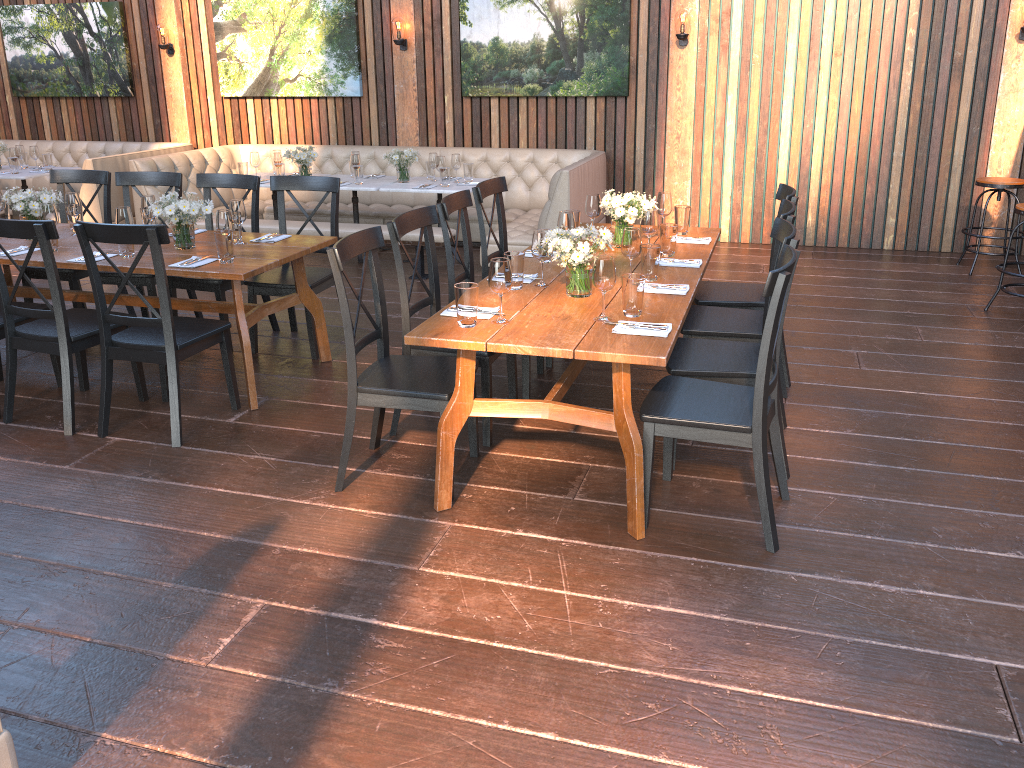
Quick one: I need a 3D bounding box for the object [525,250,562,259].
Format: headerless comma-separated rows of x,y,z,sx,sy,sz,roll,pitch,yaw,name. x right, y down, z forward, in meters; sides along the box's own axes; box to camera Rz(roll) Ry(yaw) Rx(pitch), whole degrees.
0.176,-0.667,4.515,0.255,0.018,0.160,6,21,17,object

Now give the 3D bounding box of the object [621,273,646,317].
0.467,-0.341,3.415,0.092,0.155,0.093,15,24,41,object

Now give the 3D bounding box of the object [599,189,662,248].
0.594,-0.881,4.670,0.329,0.304,0.342,-7,20,-17,object

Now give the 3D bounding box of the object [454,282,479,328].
-0.169,-0.293,3.307,0.092,0.155,0.093,15,24,41,object

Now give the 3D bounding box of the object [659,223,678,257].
0.785,-0.722,4.444,0.092,0.155,0.093,15,24,41,object

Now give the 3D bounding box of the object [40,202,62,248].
-2.523,-0.867,4.839,0.093,0.240,0.093,-11,20,-29,object

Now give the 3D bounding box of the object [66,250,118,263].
-2.162,-0.664,4.589,0.158,0.018,0.260,5,21,16,object

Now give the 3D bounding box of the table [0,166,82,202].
-4.947,-1.836,9.034,0.799,0.660,0.813,5,20,16,table

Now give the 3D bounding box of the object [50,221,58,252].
-2.486,-0.791,4.753,0.092,0.155,0.093,15,24,41,object

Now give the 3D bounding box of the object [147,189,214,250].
-1.769,-0.882,4.755,0.336,0.304,0.335,-6,19,-15,object

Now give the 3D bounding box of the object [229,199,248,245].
-1.503,-0.892,4.865,0.093,0.240,0.093,-11,20,-29,object

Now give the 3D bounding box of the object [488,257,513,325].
-0.043,-0.350,3.335,0.093,0.240,0.093,-11,20,-29,object

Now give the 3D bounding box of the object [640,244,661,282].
0.618,-0.541,3.957,0.092,0.155,0.093,15,24,41,object

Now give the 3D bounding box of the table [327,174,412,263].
-1.405,-1.497,7.984,0.800,0.660,0.813,5,20,16,table

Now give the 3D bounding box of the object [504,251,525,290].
0.011,-0.491,3.841,0.092,0.155,0.093,15,24,41,object

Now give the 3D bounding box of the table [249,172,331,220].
-2.185,-1.571,8.215,0.799,0.660,0.813,5,20,15,table

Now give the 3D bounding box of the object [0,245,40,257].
-2.652,-0.724,4.773,0.158,0.018,0.260,5,21,16,object

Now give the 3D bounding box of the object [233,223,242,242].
-1.560,-0.883,4.967,0.092,0.155,0.093,15,24,41,object

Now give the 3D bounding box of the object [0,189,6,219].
-3.120,-1.057,5.374,0.092,0.240,0.093,-9,19,-24,object

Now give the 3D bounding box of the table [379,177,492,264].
-0.625,-1.422,7.753,0.799,0.660,0.813,5,20,16,table

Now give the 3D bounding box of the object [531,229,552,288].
0.130,-0.550,3.874,0.093,0.240,0.093,-11,20,-29,object

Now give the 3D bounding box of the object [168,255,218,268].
-1.590,-0.621,4.450,0.158,0.018,0.260,5,21,16,object

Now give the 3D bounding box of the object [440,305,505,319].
-0.143,-0.289,3.493,0.255,0.018,0.160,6,21,17,object

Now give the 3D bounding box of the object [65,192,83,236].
-2.562,-0.996,5.187,0.093,0.240,0.093,-11,20,-29,object

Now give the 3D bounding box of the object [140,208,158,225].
-2.116,-0.951,5.172,0.092,0.155,0.093,15,24,41,object

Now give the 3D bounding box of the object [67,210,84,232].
-2.615,-0.993,5.304,0.092,0.155,0.093,15,24,41,object

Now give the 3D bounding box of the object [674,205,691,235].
0.958,-0.923,4.986,0.092,0.155,0.093,15,24,41,object

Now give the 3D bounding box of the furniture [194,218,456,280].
-1.600,-1.141,7.408,2.331,0.392,0.318,5,19,16,furniture

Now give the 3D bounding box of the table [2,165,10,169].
-5.727,-1.911,9.265,0.800,0.660,0.813,5,20,16,table

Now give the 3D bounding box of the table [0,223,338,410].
-2.295,-0.452,5.080,2.434,0.716,0.968,5,20,16,table

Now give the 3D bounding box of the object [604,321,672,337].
0.459,-0.212,3.262,0.255,0.018,0.160,6,21,17,object

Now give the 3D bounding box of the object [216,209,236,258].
-1.463,-0.769,4.528,0.093,0.240,0.093,-11,20,-29,object

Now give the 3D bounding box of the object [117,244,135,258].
-1.996,-0.732,4.569,0.092,0.155,0.093,15,24,41,object

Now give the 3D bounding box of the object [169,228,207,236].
-1.930,-0.892,5.201,0.158,0.018,0.260,5,21,16,object

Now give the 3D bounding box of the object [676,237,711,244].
0.957,-0.791,4.826,0.255,0.018,0.160,6,21,17,object

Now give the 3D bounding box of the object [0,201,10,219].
-3.170,-1.059,5.502,0.092,0.155,0.093,-13,22,-34,object

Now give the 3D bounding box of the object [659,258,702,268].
0.793,-0.596,4.299,0.255,0.018,0.160,6,21,17,object

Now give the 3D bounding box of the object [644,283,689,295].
0.635,-0.419,3.821,0.255,0.018,0.160,6,21,17,object

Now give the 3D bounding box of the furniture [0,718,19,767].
-3.372,0.708,1.766,4.163,0.843,1.741,5,20,16,furniture

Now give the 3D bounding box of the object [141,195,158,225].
-2.065,-0.955,5.057,0.093,0.240,0.093,-11,20,-29,object

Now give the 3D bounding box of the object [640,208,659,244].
0.680,-0.744,4.385,0.093,0.240,0.093,-11,20,-29,object

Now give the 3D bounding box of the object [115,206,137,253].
-2.033,-0.808,4.655,0.093,0.240,0.093,-11,20,-29,object

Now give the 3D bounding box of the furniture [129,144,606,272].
-1.273,-1.734,8.358,4.163,0.843,1.741,5,20,16,furniture

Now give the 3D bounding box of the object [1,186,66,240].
-2.760,-0.995,5.099,0.331,0.304,0.340,-15,23,-36,object

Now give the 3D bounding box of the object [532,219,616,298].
0.268,-0.526,3.712,0.339,0.304,0.332,-16,24,-37,object

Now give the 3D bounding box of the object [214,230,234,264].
-1.435,-0.685,4.422,0.092,0.155,0.093,15,24,41,object

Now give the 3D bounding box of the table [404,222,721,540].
0.420,-0.201,4.300,0.951,0.716,2.476,5,21,16,table

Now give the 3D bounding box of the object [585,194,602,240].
0.448,-0.925,4.887,0.093,0.240,0.093,-11,20,-29,object

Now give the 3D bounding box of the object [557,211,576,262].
0.267,-0.725,4.348,0.093,0.240,0.093,-11,20,-29,object

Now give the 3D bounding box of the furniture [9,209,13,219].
-5.922,-1.555,8.690,2.331,0.392,0.318,5,19,16,furniture

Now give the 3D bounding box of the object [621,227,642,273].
0.526,-0.565,3.903,0.093,0.240,0.093,-11,20,-29,object

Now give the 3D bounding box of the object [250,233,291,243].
-1.374,-0.825,5.000,0.158,0.018,0.260,5,21,16,object

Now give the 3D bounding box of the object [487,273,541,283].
0.024,-0.488,4.031,0.255,0.018,0.160,6,21,17,object

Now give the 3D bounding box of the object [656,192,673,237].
0.845,-0.943,4.924,0.093,0.240,0.093,-11,20,-29,object

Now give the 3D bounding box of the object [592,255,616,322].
0.348,-0.361,3.352,0.093,0.240,0.093,-11,20,-29,object

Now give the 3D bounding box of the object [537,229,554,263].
0.163,-0.676,4.340,0.092,0.155,0.093,15,24,41,object

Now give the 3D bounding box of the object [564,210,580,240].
0.331,-0.875,4.879,0.092,0.155,0.093,15,24,41,object

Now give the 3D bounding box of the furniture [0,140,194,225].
-5.598,-2.148,9.640,4.163,0.843,1.741,5,20,16,furniture
